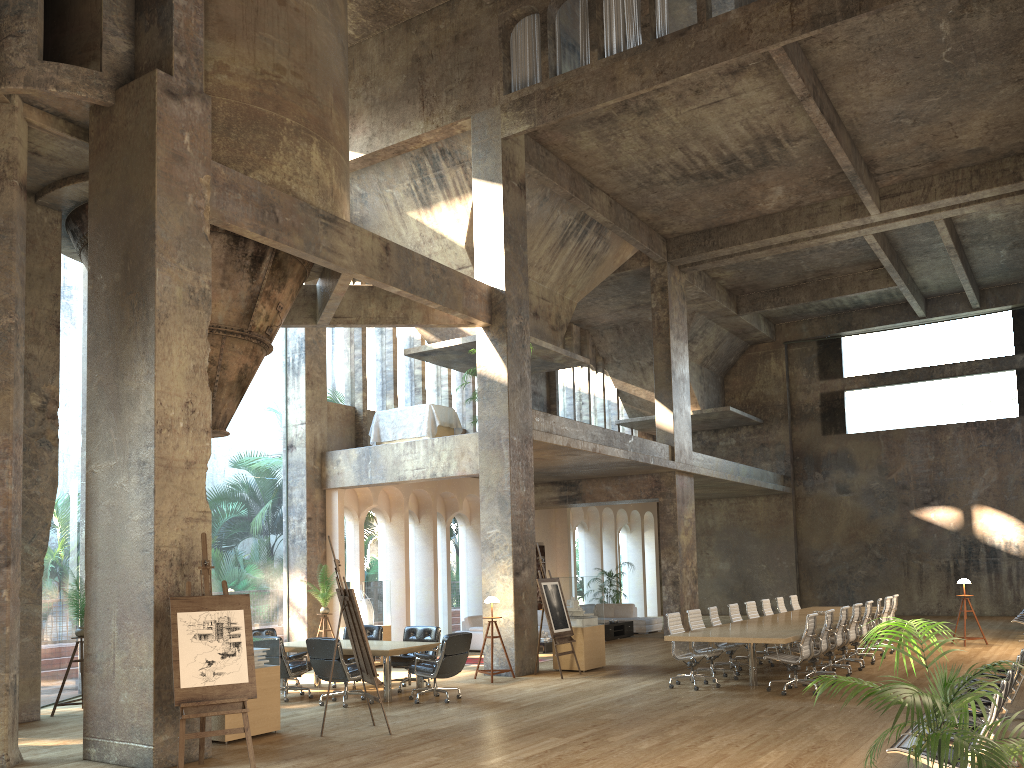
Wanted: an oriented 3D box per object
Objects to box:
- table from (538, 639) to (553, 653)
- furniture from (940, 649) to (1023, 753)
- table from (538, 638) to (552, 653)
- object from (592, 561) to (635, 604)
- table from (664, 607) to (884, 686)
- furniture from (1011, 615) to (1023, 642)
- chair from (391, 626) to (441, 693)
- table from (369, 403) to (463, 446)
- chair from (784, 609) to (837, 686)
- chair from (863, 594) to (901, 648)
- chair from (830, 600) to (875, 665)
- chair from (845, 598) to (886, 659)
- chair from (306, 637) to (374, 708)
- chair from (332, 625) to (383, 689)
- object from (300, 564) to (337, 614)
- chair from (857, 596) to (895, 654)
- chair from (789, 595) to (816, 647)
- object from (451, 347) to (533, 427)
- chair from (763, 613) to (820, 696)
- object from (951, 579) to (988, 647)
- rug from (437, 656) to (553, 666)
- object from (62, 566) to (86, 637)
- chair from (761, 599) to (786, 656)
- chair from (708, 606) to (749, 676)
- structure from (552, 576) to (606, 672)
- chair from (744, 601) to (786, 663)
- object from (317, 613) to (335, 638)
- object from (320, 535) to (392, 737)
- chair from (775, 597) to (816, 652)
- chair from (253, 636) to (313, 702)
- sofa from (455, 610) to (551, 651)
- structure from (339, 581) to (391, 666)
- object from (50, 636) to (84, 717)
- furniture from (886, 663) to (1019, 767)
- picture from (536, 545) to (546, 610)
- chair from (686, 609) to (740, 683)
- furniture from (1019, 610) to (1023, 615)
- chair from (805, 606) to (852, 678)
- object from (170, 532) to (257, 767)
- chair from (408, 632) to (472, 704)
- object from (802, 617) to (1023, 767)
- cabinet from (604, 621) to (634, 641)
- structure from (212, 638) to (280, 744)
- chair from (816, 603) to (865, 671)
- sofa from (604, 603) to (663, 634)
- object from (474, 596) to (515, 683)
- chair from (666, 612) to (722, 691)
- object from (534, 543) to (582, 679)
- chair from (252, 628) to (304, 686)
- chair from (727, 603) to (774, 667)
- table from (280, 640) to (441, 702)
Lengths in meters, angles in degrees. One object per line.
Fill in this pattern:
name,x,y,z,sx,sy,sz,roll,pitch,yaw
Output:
table,0.403,5.351,17.964,0.865,0.243,0.373,-9,-12,32
furniture,4.643,2.971,8.577,0.713,0.830,1.890,-6,-12,32
table,0.604,5.432,18.272,0.795,0.200,1.121,-9,-14,32
object,2.725,5.832,24.328,1.412,1.788,1.366,-7,-9,38
table,4.795,4.238,14.442,1.612,0.748,7.789,-8,-13,32
furniture,10.702,4.794,18.016,0.713,0.830,1.890,-6,-12,32
chair,-1.478,3.991,12.794,0.733,0.880,0.830,-5,-9,26
table,-1.875,0.886,17.021,1.761,0.790,1.126,-8,-12,32
chair,4.187,3.673,12.299,0.704,1.012,0.670,-6,-8,36
chair,7.062,4.545,16.807,0.704,1.012,0.670,-7,-8,38
chair,5.652,4.110,14.561,0.704,1.012,0.670,-7,-8,38
chair,6.150,4.262,15.349,0.703,1.012,0.671,-6,-8,32
chair,-2.199,3.738,11.496,0.735,0.880,0.827,-8,-10,39
chair,-2.342,4.123,13.315,0.730,0.880,0.834,-2,-8,6
object,-3.492,3.739,16.062,0.690,0.927,0.869,-5,-8,23
chair,6.616,4.401,16.067,0.705,1.012,0.669,-7,-9,41
chair,5.928,4.731,17.554,0.704,1.012,0.670,-7,-9,38
object,-0.299,0.111,15.930,1.412,1.785,1.366,-7,-9,38
chair,1.321,3.921,13.091,13.041,1.017,31.809,-9,-14,32
object,8.783,4.448,17.167,0.659,1.280,0.577,1,-6,-24
rug,-0.602,5.160,16.381,2.480,0.009,1.359,-9,-14,32
object,-5.549,2.811,11.385,0.865,0.927,0.693,-7,-9,35
chair,4.912,4.429,15.990,0.704,1.012,0.670,-7,-8,38
chair,3.432,3.991,13.720,0.703,1.012,0.671,-6,-8,32
structure,1.111,3.999,14.717,0.597,1.527,0.749,-5,-7,33
chair,4.426,4.283,15.235,0.705,1.012,0.669,-7,-9,41
object,-3.413,4.667,15.963,0.658,0.959,0.579,-1,-6,-3
object,-1.738,2.700,9.471,0.685,2.119,0.709,1,-6,-25
chair,5.410,4.578,16.761,0.704,1.012,0.670,-6,-8,36
chair,-3.134,3.889,12.101,0.734,0.880,0.829,-6,-9,33
sofa,0.438,5.358,19.150,2.078,0.711,2.957,-8,-13,32
structure,-2.680,4.382,16.071,0.597,1.527,0.749,-5,-7,33
object,-5.612,3.780,11.465,0.659,0.959,0.578,1,-7,-21
furniture,3.344,2.585,6.575,0.713,0.830,1.890,-6,-12,32
picture,0.509,5.121,23.101,0.070,1.747,1.516,-4,-8,32
chair,2.973,3.852,12.997,0.705,1.012,0.669,-7,-9,41
furniture,12.001,5.180,20.018,0.713,0.830,1.890,-6,-12,32
chair,4.684,3.822,13.069,0.704,1.012,0.670,-7,-8,38
object,-2.677,2.380,7.830,0.703,2.119,0.691,2,-6,-31
chair,-0.993,3.730,11.611,0.825,0.880,0.737,-6,-9,29
object,1.717,1.667,3.447,1.096,1.437,1.142,-5,-8,24
cabinet,2.366,5.799,20.642,0.398,0.364,1.577,-7,-13,32
structure,-3.029,3.266,9.441,0.748,1.001,0.742,-6,-8,32
chair,5.171,3.968,13.824,0.705,1.012,0.669,-7,-9,41
sofa,2.724,6.039,22.673,2.082,0.711,1.081,-9,-12,32
object,-0.377,3.950,13.658,0.574,1.280,0.663,-5,-7,33
chair,2.533,3.707,12.254,0.704,1.012,0.670,-7,-8,38
object,0.636,3.584,13.978,0.688,2.119,0.706,-5,-6,32
chair,-3.539,4.145,13.270,0.825,0.880,0.738,-6,-8,27
chair,3.944,4.141,14.498,0.704,1.012,0.670,-7,-8,38
table,-2.288,4.035,12.454,2.427,0.690,1.115,-9,-12,32
